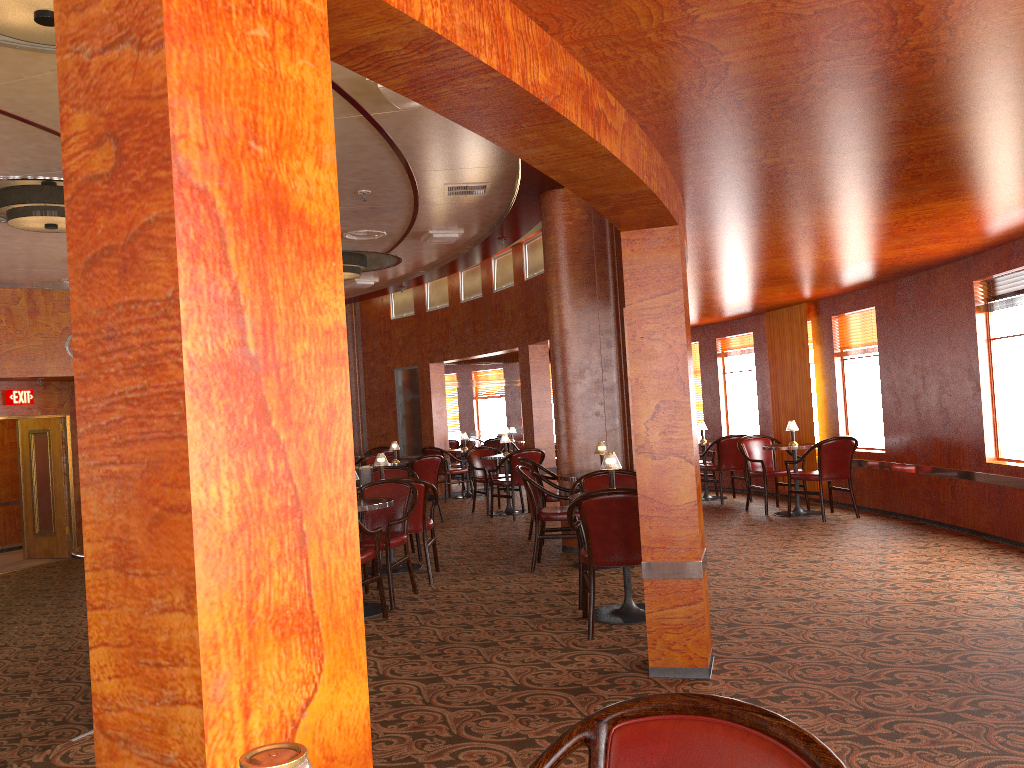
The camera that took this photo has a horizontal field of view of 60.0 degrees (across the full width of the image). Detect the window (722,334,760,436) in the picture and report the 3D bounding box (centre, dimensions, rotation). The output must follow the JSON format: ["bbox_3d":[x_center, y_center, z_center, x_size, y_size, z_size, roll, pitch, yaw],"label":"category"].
[{"bbox_3d":[3.021,0.081,11.542,0.040,1.420,0.820,-3,-1,-20],"label":"window"}]

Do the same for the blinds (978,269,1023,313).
[{"bbox_3d":[3.704,-0.693,6.606,0.057,0.258,0.803,-4,-2,2],"label":"blinds"}]

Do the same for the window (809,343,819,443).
[{"bbox_3d":[3.386,0.022,10.338,0.040,1.420,0.820,-3,-1,-14],"label":"window"}]

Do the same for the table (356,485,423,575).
[{"bbox_3d":[-1.019,1.188,7.408,0.639,0.720,0.640,-4,-1,-6],"label":"table"}]

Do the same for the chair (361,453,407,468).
[{"bbox_3d":[-1.593,1.292,11.276,0.587,0.816,0.615,-3,-1,-26],"label":"chair"}]

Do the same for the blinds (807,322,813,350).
[{"bbox_3d":[3.307,-0.529,10.336,0.057,0.312,0.804,-3,-2,-14],"label":"blinds"}]

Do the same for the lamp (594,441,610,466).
[{"bbox_3d":[0.718,0.581,7.027,0.130,0.250,0.130,-3,-1,-19],"label":"lamp"}]

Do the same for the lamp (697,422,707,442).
[{"bbox_3d":[2.385,0.598,11.115,0.130,0.250,0.130,-4,-1,15],"label":"lamp"}]

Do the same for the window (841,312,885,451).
[{"bbox_3d":[3.637,-0.031,9.105,0.040,1.420,0.820,-3,-1,-9],"label":"window"}]

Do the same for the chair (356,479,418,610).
[{"bbox_3d":[-0.960,1.101,6.213,0.588,0.816,0.615,-4,-1,18],"label":"chair"}]

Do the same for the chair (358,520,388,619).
[{"bbox_3d":[-1.143,1.088,5.399,0.588,0.816,0.615,-4,-1,14],"label":"chair"}]

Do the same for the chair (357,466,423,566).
[{"bbox_3d":[-1.108,1.164,8.007,0.588,0.816,0.615,-3,-1,-6],"label":"chair"}]

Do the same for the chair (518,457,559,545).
[{"bbox_3d":[0.390,1.082,8.468,0.615,0.816,0.588,-3,-1,-16],"label":"chair"}]

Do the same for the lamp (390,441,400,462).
[{"bbox_3d":[-1.442,0.834,10.911,0.130,0.250,0.130,-3,-1,-19],"label":"lamp"}]

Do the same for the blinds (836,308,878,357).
[{"bbox_3d":[3.561,-0.518,9.106,0.057,0.439,0.804,-3,-2,-9],"label":"blinds"}]

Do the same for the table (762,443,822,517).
[{"bbox_3d":[2.953,0.991,9.210,0.640,0.720,0.639,-4,-1,28],"label":"table"}]

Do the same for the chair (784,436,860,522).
[{"bbox_3d":[3.112,0.920,8.794,0.587,0.816,0.615,-3,-1,-16],"label":"chair"}]

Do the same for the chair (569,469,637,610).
[{"bbox_3d":[0.679,0.984,5.795,0.588,0.816,0.615,-4,-1,4],"label":"chair"}]

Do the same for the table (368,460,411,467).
[{"bbox_3d":[-1.424,1.320,10.924,0.639,0.720,0.640,-3,-2,-37],"label":"table"}]

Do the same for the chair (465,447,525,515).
[{"bbox_3d":[-0.251,1.206,11.239,0.587,0.816,0.615,-3,-1,-31],"label":"chair"}]

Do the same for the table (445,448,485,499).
[{"bbox_3d":[-0.678,1.347,13.417,0.639,0.720,0.640,-3,-2,-37],"label":"table"}]

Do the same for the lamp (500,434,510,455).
[{"bbox_3d":[-0.082,0.749,10.937,0.130,0.250,0.130,-3,-1,-10],"label":"lamp"}]

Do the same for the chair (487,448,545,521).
[{"bbox_3d":[0.089,1.161,10.443,0.587,0.816,0.615,-3,-1,-26],"label":"chair"}]

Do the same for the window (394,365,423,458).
[{"bbox_3d":[-1.524,0.447,14.071,0.257,1.440,0.807,-3,-1,-41],"label":"window"}]

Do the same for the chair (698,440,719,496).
[{"bbox_3d":[2.272,1.055,11.536,0.587,0.816,0.615,-3,-1,-16],"label":"chair"}]

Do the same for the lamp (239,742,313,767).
[{"bbox_3d":[-0.203,0.452,0.782,0.130,0.250,0.130,-3,-1,-10],"label":"lamp"}]

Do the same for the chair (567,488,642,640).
[{"bbox_3d":[0.620,0.963,4.959,0.588,0.816,0.615,-4,-1,9],"label":"chair"}]

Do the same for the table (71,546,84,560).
[{"bbox_3d":[-2.359,1.504,5.743,0.850,0.960,0.849,-4,-1,26],"label":"table"}]

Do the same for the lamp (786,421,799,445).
[{"bbox_3d":[2.917,0.507,9.219,0.130,0.250,0.130,-4,-1,15],"label":"lamp"}]

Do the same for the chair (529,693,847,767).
[{"bbox_3d":[0.132,0.878,1.104,0.615,0.816,0.588,-3,-2,-41],"label":"chair"}]

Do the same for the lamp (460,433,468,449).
[{"bbox_3d":[-0.720,0.864,13.446,0.130,0.250,0.130,-3,-1,-19],"label":"lamp"}]

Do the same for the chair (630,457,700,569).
[{"bbox_3d":[1.196,0.988,7.017,0.615,0.816,0.588,-4,-1,4],"label":"chair"}]

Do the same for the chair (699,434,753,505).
[{"bbox_3d":[2.579,1.010,10.690,0.587,0.816,0.615,-3,-1,-16],"label":"chair"}]

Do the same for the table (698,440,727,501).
[{"bbox_3d":[2.420,1.081,11.106,0.640,0.720,0.639,-5,-2,42],"label":"table"}]

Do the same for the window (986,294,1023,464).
[{"bbox_3d":[3.786,-0.116,6.595,0.040,1.420,0.820,-4,-1,2],"label":"window"}]

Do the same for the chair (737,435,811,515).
[{"bbox_3d":[2.804,0.964,9.640,0.587,0.816,0.615,-3,-1,-16],"label":"chair"}]

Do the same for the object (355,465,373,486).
[{"bbox_3d":[-1.259,0.764,7.375,0.195,0.156,0.169,-3,-1,-6],"label":"object"}]

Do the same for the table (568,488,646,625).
[{"bbox_3d":[0.680,1.018,5.305,0.639,0.720,0.640,-3,-1,-15],"label":"table"}]

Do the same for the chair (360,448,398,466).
[{"bbox_3d":[-2.015,1.379,13.267,0.615,0.816,0.587,-5,-2,38],"label":"chair"}]

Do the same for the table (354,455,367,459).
[{"bbox_3d":[-2.534,1.470,13.606,0.639,0.720,0.640,-3,-2,-37],"label":"table"}]

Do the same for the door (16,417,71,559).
[{"bbox_3d":[-6.573,1.451,12.445,0.808,1.982,0.063,-4,-1,18],"label":"door"}]

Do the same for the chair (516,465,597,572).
[{"bbox_3d":[0.361,1.043,7.075,0.615,0.816,0.588,-4,-1,9],"label":"chair"}]

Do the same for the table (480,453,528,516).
[{"bbox_3d":[-0.056,1.233,10.921,0.639,0.720,0.640,-3,-2,-37],"label":"table"}]

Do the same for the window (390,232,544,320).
[{"bbox_3d":[-0.080,-1.561,8.602,1.956,0.480,11.953,-3,-2,-9],"label":"window"}]

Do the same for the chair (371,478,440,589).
[{"bbox_3d":[-0.846,1.112,6.839,0.588,0.816,0.615,-3,-1,-6],"label":"chair"}]

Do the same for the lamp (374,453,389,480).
[{"bbox_3d":[-1.093,0.708,7.436,0.130,0.250,0.130,-3,-1,-19],"label":"lamp"}]

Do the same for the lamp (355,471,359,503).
[{"bbox_3d":[-1.073,0.659,5.853,0.130,0.250,0.130,-4,-1,35],"label":"lamp"}]

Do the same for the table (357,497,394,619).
[{"bbox_3d":[-1.078,1.146,5.856,0.639,0.720,0.640,-3,-1,-24],"label":"table"}]

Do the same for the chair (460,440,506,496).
[{"bbox_3d":[-0.406,1.292,13.764,0.588,0.816,0.615,-5,-2,43],"label":"chair"}]

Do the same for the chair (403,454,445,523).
[{"bbox_3d":[-1.110,1.237,10.449,0.587,0.816,0.615,-3,-2,-41],"label":"chair"}]

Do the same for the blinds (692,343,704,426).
[{"bbox_3d":[2.495,0.025,12.688,0.050,1.173,0.804,-3,-1,-25],"label":"blinds"}]

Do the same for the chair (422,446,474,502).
[{"bbox_3d":[-0.984,1.308,13.073,0.588,0.816,0.615,-5,-2,43],"label":"chair"}]

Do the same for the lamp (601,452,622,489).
[{"bbox_3d":[0.602,0.538,5.362,0.130,0.250,0.130,-3,-1,-37],"label":"lamp"}]

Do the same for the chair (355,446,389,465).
[{"bbox_3d":[-2.211,1.413,13.991,0.588,0.816,0.615,-4,-1,33],"label":"chair"}]

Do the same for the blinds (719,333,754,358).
[{"bbox_3d":[2.941,-0.497,11.536,0.057,0.258,0.804,-3,-2,-20],"label":"blinds"}]

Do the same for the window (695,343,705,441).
[{"bbox_3d":[2.544,0.146,12.705,0.040,1.420,0.820,-3,-1,-25],"label":"window"}]

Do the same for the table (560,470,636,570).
[{"bbox_3d":[0.722,1.066,7.021,0.640,0.720,0.639,-5,-2,44],"label":"table"}]

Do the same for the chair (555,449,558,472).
[{"bbox_3d":[0.599,1.243,14.278,0.615,0.816,0.588,-3,-1,-9],"label":"chair"}]
